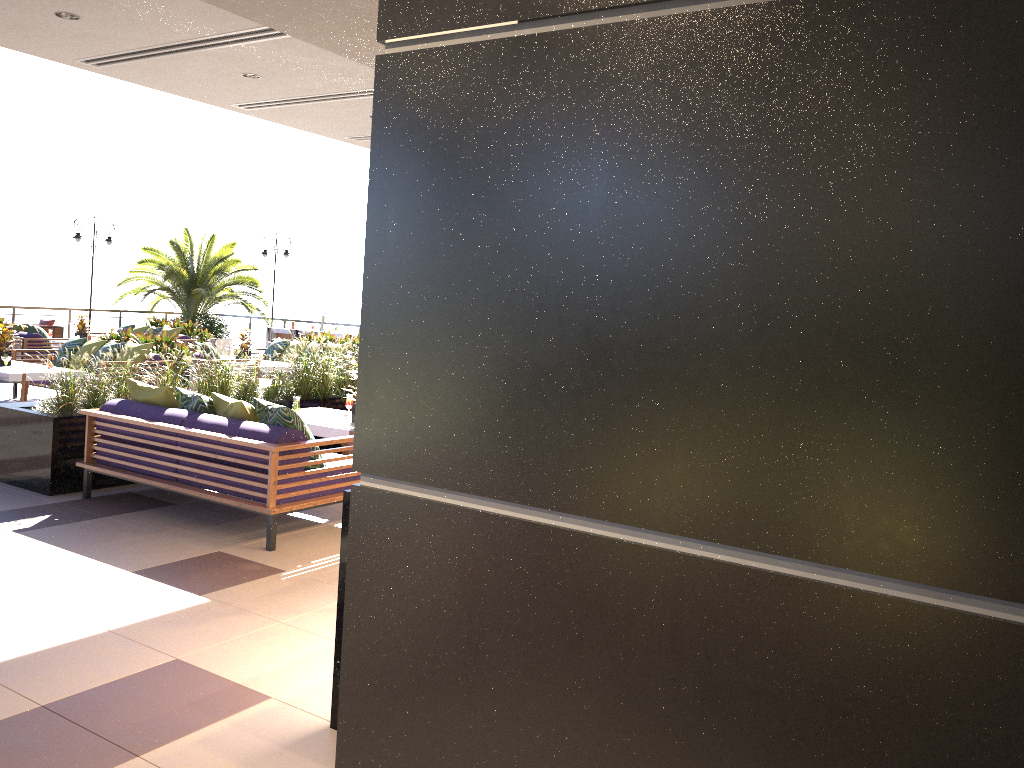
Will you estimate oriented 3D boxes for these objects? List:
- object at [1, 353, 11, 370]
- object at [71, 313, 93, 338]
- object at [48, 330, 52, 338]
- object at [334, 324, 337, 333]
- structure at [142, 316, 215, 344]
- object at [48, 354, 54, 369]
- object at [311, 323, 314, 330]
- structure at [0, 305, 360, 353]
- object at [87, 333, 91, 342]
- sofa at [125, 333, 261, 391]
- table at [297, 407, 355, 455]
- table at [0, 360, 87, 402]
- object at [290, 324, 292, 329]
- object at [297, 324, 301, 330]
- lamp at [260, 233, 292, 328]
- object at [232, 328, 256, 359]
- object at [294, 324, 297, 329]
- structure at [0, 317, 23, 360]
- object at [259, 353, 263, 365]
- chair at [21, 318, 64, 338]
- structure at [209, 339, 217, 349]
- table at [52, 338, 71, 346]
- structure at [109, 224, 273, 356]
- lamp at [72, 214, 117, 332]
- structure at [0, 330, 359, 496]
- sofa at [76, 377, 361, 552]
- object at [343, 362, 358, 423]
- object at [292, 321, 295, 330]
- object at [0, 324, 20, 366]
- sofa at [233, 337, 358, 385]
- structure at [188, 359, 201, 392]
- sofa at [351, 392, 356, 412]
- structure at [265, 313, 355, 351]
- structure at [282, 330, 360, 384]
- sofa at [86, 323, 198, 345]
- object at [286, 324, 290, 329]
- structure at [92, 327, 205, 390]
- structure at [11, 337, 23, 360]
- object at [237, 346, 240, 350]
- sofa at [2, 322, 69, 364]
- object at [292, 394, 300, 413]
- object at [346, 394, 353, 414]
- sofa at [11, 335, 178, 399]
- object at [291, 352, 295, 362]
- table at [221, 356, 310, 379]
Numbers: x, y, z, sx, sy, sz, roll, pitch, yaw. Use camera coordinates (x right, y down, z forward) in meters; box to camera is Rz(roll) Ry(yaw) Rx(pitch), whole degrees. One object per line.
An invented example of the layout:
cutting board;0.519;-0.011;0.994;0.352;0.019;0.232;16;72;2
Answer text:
object;-5.999;-0.264;10.496;0.105;0.197;0.106;3;2;-25
object;-8.108;-1.061;16.649;0.424;0.526;0.431;2;3;-30
object;-8.722;-0.931;16.721;0.069;0.181;0.069;4;2;20
object;-3.850;-1.214;19.347;0.069;0.211;0.069;4;2;15
structure;-7.053;-0.807;18.358;2.256;1.170;0.737;6;3;34
object;-5.712;-0.281;10.958;0.067;0.189;0.085;3;2;-28
object;-4.442;-1.266;19.725;0.069;0.181;0.069;4;2;4
structure;-7.462;-0.496;13.716;12.949;1.057;17.501;6;6;32
object;-7.693;-0.823;16.102;0.067;0.189;0.085;3;2;-28
sofa;-4.927;-0.237;13.318;2.131;0.918;1.119;6;4;32
table;-1.320;0.616;7.806;2.042;0.553;0.941;6;5;32
table;-6.367;0.043;11.068;2.042;0.553;0.941;6;5;32
object;-5.171;-1.305;20.735;0.105;0.208;0.105;4;2;7
object;-4.965;-1.282;20.598;0.105;0.208;0.105;4;2;7
lamp;-6.205;-2.319;23.030;1.124;3.323;0.264;4;2;32
object;-4.304;-0.632;14.229;0.426;0.526;0.430;6;4;45
object;-5.033;-1.279;20.513;0.105;0.208;0.105;4;2;7
structure;-9.150;-0.668;15.114;2.253;1.170;0.714;6;3;29
object;-3.881;-0.390;13.689;0.069;0.181;0.069;4;2;20
chair;-10.552;-1.054;19.741;0.716;0.815;0.714;5;3;32
structure;-6.018;-0.559;17.763;0.100;0.699;0.180;4;2;32
table;-8.077;-0.521;16.677;2.042;0.553;0.941;6;5;32
structure;-7.912;-2.331;22.133;3.800;3.298;3.761;3;3;0
lamp;-10.065;-2.402;21.194;0.264;3.323;1.121;4;2;32
structure;-0.473;-0.458;5.792;7.836;3.116;24.725;6;5;32
sofa;-2.085;0.488;6.575;2.131;0.918;1.119;6;4;32
object;-1.292;0.078;7.787;0.431;0.526;0.424;6;4;45
object;-4.950;-1.327;20.046;0.067;0.189;0.085;2;2;-33
object;-6.348;-0.494;11.035;0.424;0.526;0.431;1;3;-40
sofa;-3.679;-0.321;15.265;2.131;0.918;1.119;6;4;32
structure;-4.337;0.009;12.067;0.100;0.699;0.180;4;2;32
sofa;-0.499;0.380;9.060;2.131;0.918;1.119;6;4;32
structure;-3.589;-0.868;19.484;4.411;1.326;0.804;6;3;32
structure;-3.236;-0.379;15.958;2.256;1.170;0.737;6;3;34
sofa;-7.439;-0.746;17.669;2.131;0.918;1.119;6;4;32
object;-5.227;-1.301;20.634;0.105;0.208;0.105;4;2;7
structure;-5.320;-0.237;12.687;2.425;1.171;0.700;6;3;34
structure;-8.112;-0.417;14.481;0.100;0.699;0.180;4;2;32
object;-4.611;-0.546;14.957;0.082;0.197;0.069;3;2;-16
sofa;-8.694;-0.663;15.727;2.131;0.918;1.119;6;4;32
object;-1.920;0.191;7.874;0.069;0.211;0.069;4;2;15
object;-1.539;0.188;8.372;0.069;0.181;0.069;4;2;15
sofa;-5.713;-0.179;12.032;2.131;0.918;1.119;6;4;32
object;-3.510;-0.420;14.239;0.105;0.197;0.106;3;2;-25
table;-4.320;-0.096;14.274;2.042;0.553;0.941;6;5;32
